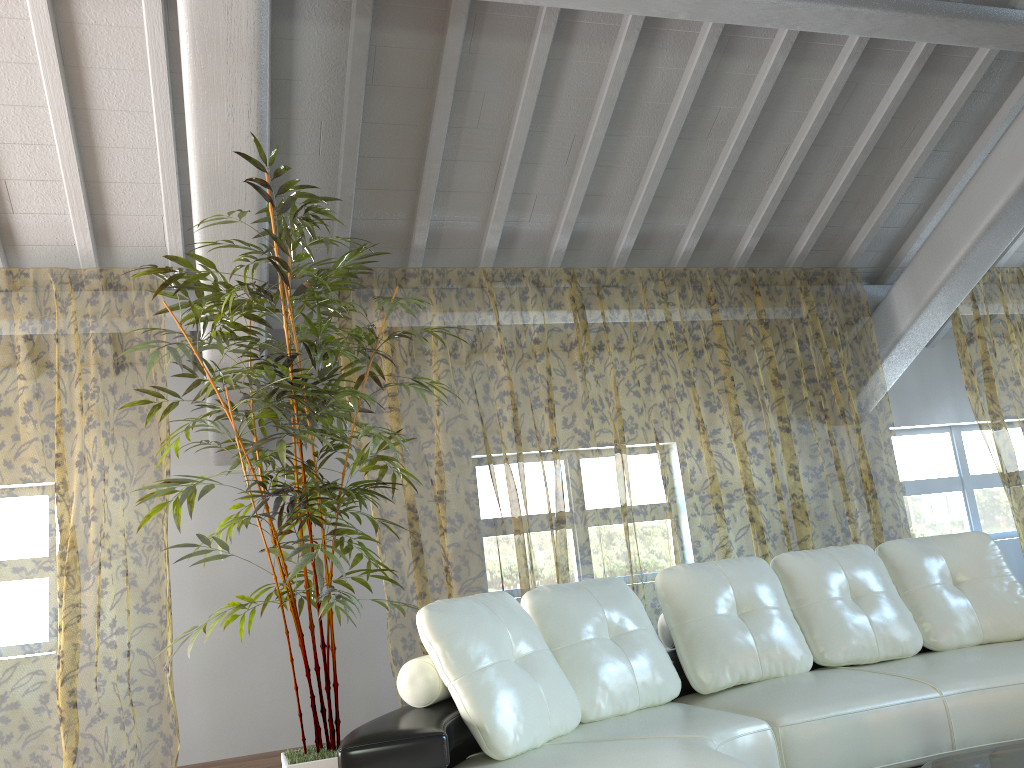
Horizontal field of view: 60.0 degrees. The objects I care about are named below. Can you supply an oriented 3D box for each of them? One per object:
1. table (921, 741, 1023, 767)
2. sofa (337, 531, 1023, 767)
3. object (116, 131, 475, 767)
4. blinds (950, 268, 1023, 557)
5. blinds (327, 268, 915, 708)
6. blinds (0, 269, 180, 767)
[{"bbox_3d":[1.591,0.854,1.593,1.201,0.290,1.201,-3,-12,-15],"label":"table"},{"bbox_3d":[0.798,0.932,2.698,3.047,0.805,1.359,3,-15,-38],"label":"sofa"},{"bbox_3d":[-0.791,0.387,3.387,1.399,2.473,1.177,-8,-12,7],"label":"object"},{"bbox_3d":[4.377,0.390,6.258,2.780,2.546,0.306,-2,-13,-17],"label":"blinds"},{"bbox_3d":[0.791,0.542,5.107,3.505,2.546,0.306,-2,-13,-18],"label":"blinds"},{"bbox_3d":[-3.308,0.716,3.794,3.505,2.546,0.306,-2,-13,-18],"label":"blinds"}]
